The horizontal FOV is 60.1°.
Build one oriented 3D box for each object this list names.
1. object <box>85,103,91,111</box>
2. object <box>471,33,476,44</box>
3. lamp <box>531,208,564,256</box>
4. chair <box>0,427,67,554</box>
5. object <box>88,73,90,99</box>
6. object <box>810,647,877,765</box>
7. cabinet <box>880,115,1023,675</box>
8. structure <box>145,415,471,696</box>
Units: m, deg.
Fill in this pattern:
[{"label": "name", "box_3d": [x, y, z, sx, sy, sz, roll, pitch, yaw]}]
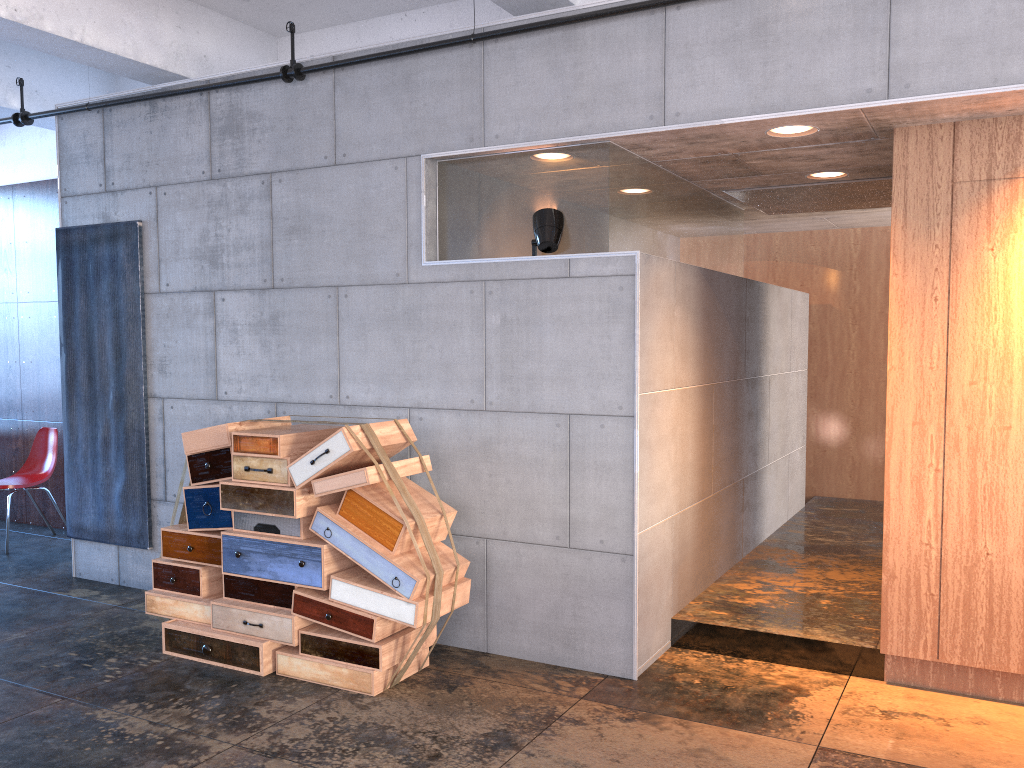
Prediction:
[{"label": "object", "box_3d": [6.292, 0.427, 2.565, 0.054, 0.052, 0.061, -1, 3, -13]}, {"label": "object", "box_3d": [6.247, 0.462, 2.577, 0.063, 0.053, 0.051, -1, 4, -19]}, {"label": "lamp", "box_3d": [0.187, -0.786, 4.624, 0.170, 0.259, 0.213, 0, 4, 10]}, {"label": "chair", "box_3d": [-4.094, 0.879, 7.490, 0.420, 0.989, 0.666, 2, 4, 28]}, {"label": "object", "box_3d": [6.281, 0.502, 2.536, 0.074, 0.063, 0.063, -1, 3, -6]}, {"label": "object", "box_3d": [3.062, 1.713, 2.958, 26.722, 0.001, 20.067, 1, 3, 28]}, {"label": "cabinet", "box_3d": [5.930, 0.085, 3.511, 7.963, 2.566, 2.418, 1, 4, 28]}, {"label": "structure", "box_3d": [-1.159, 0.831, 4.736, 1.879, 1.317, 0.648, 2, 4, 28]}]
